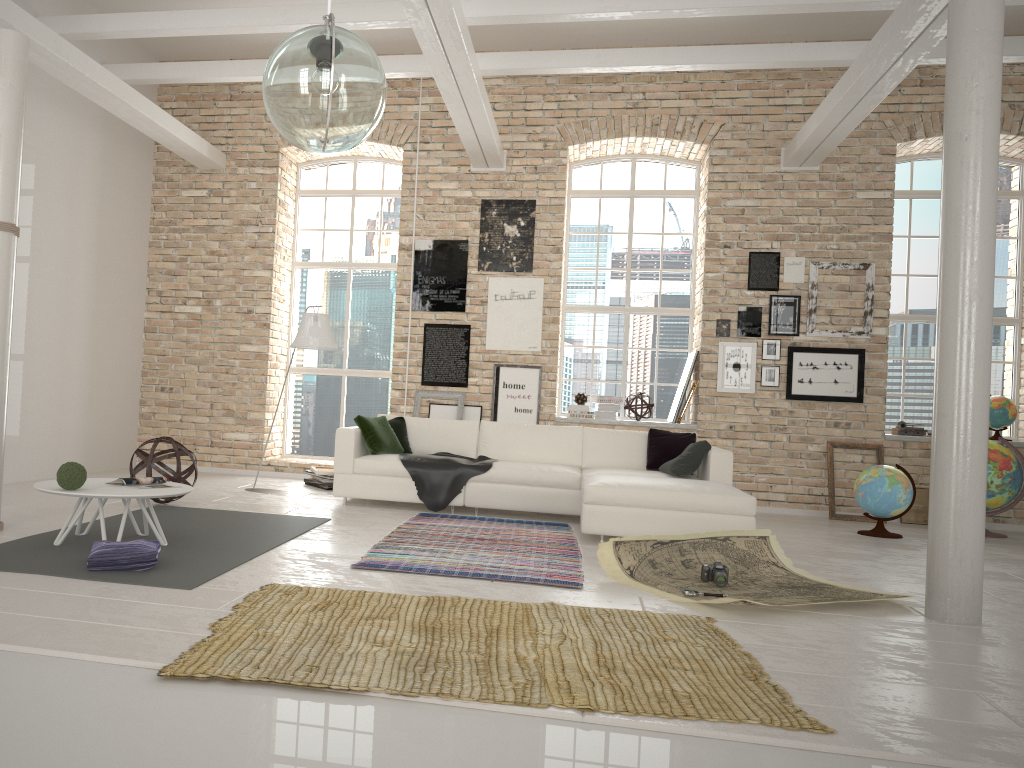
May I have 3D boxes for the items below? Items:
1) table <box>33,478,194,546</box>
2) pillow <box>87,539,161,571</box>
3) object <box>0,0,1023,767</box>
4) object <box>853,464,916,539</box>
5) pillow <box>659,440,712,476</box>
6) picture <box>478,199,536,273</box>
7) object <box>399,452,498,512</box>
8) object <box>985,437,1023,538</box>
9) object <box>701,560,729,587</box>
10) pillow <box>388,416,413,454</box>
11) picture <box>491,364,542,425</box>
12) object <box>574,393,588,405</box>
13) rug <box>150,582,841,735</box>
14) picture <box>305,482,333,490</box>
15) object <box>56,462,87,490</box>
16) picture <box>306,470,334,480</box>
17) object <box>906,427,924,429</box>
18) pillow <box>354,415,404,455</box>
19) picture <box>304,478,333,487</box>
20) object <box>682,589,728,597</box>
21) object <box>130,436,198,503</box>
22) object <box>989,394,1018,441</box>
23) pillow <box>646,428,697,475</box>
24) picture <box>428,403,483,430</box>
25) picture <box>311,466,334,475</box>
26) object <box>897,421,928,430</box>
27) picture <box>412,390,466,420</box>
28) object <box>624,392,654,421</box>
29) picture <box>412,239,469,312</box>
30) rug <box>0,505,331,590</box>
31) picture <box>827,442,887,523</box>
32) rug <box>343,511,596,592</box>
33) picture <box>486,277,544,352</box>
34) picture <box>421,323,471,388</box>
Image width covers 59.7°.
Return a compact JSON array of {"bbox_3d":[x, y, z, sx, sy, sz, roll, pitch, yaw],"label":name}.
[{"bbox_3d":[-2.371,0.778,5.309,0.958,0.342,0.864,2,-1,23],"label":"table"},{"bbox_3d":[-2.013,0.897,4.632,0.343,0.164,0.366,3,-1,-16],"label":"pillow"},{"bbox_3d":[0.458,-1.301,4.581,10.387,4.798,11.582,3,-1,8],"label":"object"},{"bbox_3d":[3.157,0.988,7.596,0.418,0.631,0.478,4,-2,-42],"label":"object"},{"bbox_3d":[1.434,0.604,7.393,0.341,0.305,0.416,3,-1,-3],"label":"pillow"},{"bbox_3d":[-0.056,-1.594,9.592,0.605,0.783,0.036,3,-1,12],"label":"picture"},{"bbox_3d":[-0.575,0.857,7.866,0.914,0.464,0.760,3,-1,7],"label":"object"},{"bbox_3d":[4.230,0.931,8.078,0.634,0.924,0.677,3,-1,-17],"label":"object"},{"bbox_3d":[1.149,1.062,5.008,0.152,0.124,0.165,3,-1,8],"label":"object"},{"bbox_3d":[-1.149,0.481,8.293,0.386,0.365,0.333,4,-2,-35],"label":"pillow"},{"bbox_3d":[0.042,0.175,9.498,0.533,0.756,0.012,3,-1,12],"label":"picture"},{"bbox_3d":[0.740,0.161,9.560,0.152,0.137,0.134,2,-2,35],"label":"object"},{"bbox_3d":[-0.122,1.019,3.567,2.228,0.021,1.519,3,-1,4],"label":"rug"},{"bbox_3d":[-1.699,1.064,9.344,0.739,0.048,0.622,4,-2,-31],"label":"picture"},{"bbox_3d":[-2.471,0.517,5.004,0.156,0.164,0.169,3,-1,-16],"label":"object"},{"bbox_3d":[-1.691,0.950,9.365,0.736,0.048,0.624,4,-2,-33],"label":"picture"},{"bbox_3d":[3.982,0.439,8.931,0.219,0.021,0.155,3,-1,9],"label":"object"},{"bbox_3d":[-1.199,0.457,8.025,0.325,0.343,0.390,2,-2,33],"label":"pillow"},{"bbox_3d":[-1.703,1.027,9.379,0.628,0.048,0.730,2,-2,44],"label":"picture"},{"bbox_3d":[1.008,1.096,4.645,0.232,0.019,0.095,3,-1,7],"label":"object"},{"bbox_3d":[-2.834,0.699,7.264,0.521,0.543,0.562,3,-1,-16],"label":"object"},{"bbox_3d":[4.795,0.335,8.813,0.341,0.465,0.318,3,-1,14],"label":"object"},{"bbox_3d":[1.396,0.594,7.813,0.438,0.390,0.236,3,-1,11],"label":"pillow"},{"bbox_3d":[-0.624,0.503,9.563,0.591,0.568,0.143,3,-1,11],"label":"picture"},{"bbox_3d":[-1.691,0.913,9.338,0.762,0.048,0.604,3,-1,-14],"label":"picture"},{"bbox_3d":[4.020,0.423,8.942,0.447,0.090,0.101,4,-2,-39],"label":"object"},{"bbox_3d":[-0.799,0.364,9.537,0.559,0.582,0.276,3,-1,10],"label":"picture"},{"bbox_3d":[1.336,0.238,9.382,0.307,0.307,0.306,3,-1,-1],"label":"object"},{"bbox_3d":[-0.782,-1.181,9.716,0.607,0.785,0.036,3,-1,12],"label":"picture"},{"bbox_3d":[-2.171,0.967,5.639,1.466,0.041,2.664,3,-1,5],"label":"rug"},{"bbox_3d":[3.356,0.953,8.689,0.520,0.748,0.216,3,-1,11],"label":"picture"},{"bbox_3d":[-0.211,1.083,6.065,1.436,0.008,2.631,3,-1,5],"label":"rug"},{"bbox_3d":[0.029,-0.746,9.529,0.606,0.784,0.036,3,-1,12],"label":"picture"},{"bbox_3d":[-0.716,-0.311,9.689,0.525,0.680,0.063,3,-1,12],"label":"picture"}]
